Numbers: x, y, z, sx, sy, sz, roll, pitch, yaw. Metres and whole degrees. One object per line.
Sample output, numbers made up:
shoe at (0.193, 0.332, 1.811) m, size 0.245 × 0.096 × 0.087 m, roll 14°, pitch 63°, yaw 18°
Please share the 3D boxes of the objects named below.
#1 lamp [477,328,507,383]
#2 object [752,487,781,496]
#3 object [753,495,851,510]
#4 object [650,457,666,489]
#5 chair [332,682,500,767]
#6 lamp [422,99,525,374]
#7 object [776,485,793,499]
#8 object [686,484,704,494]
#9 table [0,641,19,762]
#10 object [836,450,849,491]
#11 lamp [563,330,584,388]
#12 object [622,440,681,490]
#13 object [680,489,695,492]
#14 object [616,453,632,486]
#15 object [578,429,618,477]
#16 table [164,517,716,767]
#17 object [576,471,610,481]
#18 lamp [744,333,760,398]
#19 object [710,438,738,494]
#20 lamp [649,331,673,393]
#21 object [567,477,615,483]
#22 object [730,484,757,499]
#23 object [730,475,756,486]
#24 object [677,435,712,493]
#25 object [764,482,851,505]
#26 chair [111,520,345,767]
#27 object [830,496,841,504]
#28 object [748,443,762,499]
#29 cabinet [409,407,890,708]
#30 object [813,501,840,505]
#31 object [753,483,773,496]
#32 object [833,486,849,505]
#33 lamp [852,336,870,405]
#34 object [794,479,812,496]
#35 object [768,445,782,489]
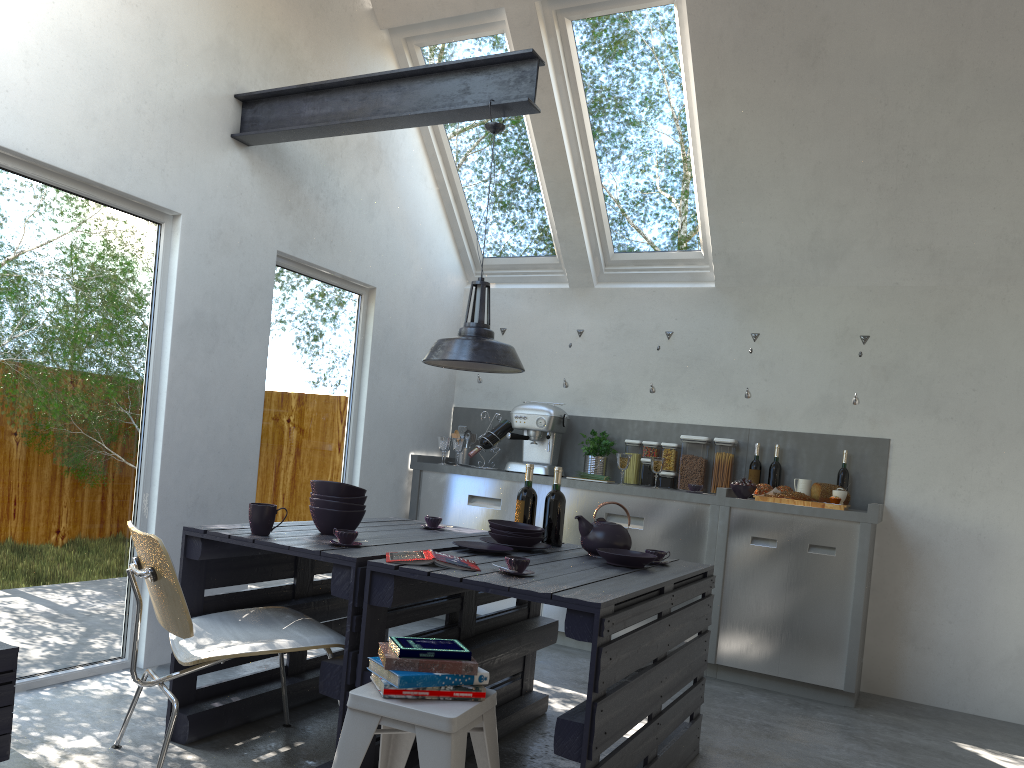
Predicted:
lamp at (-0.148, -0.207, 6.182) m, size 0.063 × 0.437 × 0.317 m, roll 6°, pitch -1°, yaw 26°
object at (1.504, 0.623, 5.060) m, size 0.190 × 0.059 × 0.207 m, roll 9°, pitch -5°, yaw -42°
object at (1.631, 0.669, 4.923) m, size 0.494 × 0.028 × 0.293 m, roll 3°, pitch -5°, yaw 28°
object at (0.889, 0.547, 5.381) m, size 0.101 × 0.192 × 0.095 m, roll 6°, pitch 0°, yaw 16°
chair at (-0.263, 1.103, 2.428) m, size 0.438 × 0.504 × 0.419 m, roll 5°, pitch -1°, yaw 23°
lamp at (-0.112, -0.615, 3.627) m, size 0.452 × 1.097 × 0.409 m, roll 6°, pitch 0°, yaw 28°
object at (1.580, 0.627, 5.079) m, size 0.115 × 0.077 × 0.123 m, roll 7°, pitch -3°, yaw -19°
object at (1.079, 0.619, 5.159) m, size 0.123 × 0.056 × 0.110 m, roll 3°, pitch -5°, yaw 43°
table at (-2.009, 0.976, 2.521) m, size 0.550 × 0.415 × 0.884 m, roll 5°, pitch -4°, yaw 27°
object at (1.930, 0.558, 5.103) m, size 0.065 × 0.345 × 0.059 m, roll 6°, pitch 1°, yaw 31°
lamp at (0.414, -0.175, 5.873) m, size 0.061 × 0.436 × 0.328 m, roll 6°, pitch -1°, yaw 15°
object at (0.895, 0.521, 5.652) m, size 0.358 × 0.294 × 0.101 m, roll 5°, pitch 0°, yaw 29°
object at (1.051, 0.631, 5.130) m, size 0.133 × 0.013 × 0.027 m, roll 5°, pitch -3°, yaw 4°
object at (0.676, 0.523, 5.347) m, size 0.096 × 0.192 × 0.101 m, roll 6°, pitch 0°, yaw -14°
object at (0.552, 0.468, 5.762) m, size 0.240 × 0.342 × 0.259 m, roll 6°, pitch -1°, yaw -20°
table at (-0.211, 1.035, 3.448) m, size 1.682 × 0.797 × 1.437 m, roll 4°, pitch -4°, yaw 28°
object at (0.479, 0.581, 5.520) m, size 0.293 × 0.053 × 0.134 m, roll 2°, pitch -5°, yaw 43°
lamp at (1.456, -0.116, 5.293) m, size 0.061 × 0.436 × 0.328 m, roll 6°, pitch -1°, yaw 15°
object at (1.314, 0.518, 5.440) m, size 0.134 × 0.355 × 0.122 m, roll 6°, pitch 1°, yaw 27°
lamp at (0.942, -0.145, 5.574) m, size 0.063 × 0.437 × 0.317 m, roll 6°, pitch -1°, yaw 26°
object at (0.497, 0.605, 5.512) m, size 0.274 × 0.012 × 0.173 m, roll 4°, pitch -5°, yaw 26°
object at (1.323, 0.618, 5.006) m, size 0.143 × 0.079 × 0.151 m, roll 7°, pitch -3°, yaw -15°
object at (1.327, 0.568, 5.005) m, size 0.164 × 0.095 × 0.138 m, roll 5°, pitch -3°, yaw 13°
object at (1.147, 0.508, 5.530) m, size 0.183 × 0.354 × 0.122 m, roll 6°, pitch 0°, yaw 27°
object at (1.655, 0.602, 4.926) m, size 0.454 × 0.112 × 0.127 m, roll 6°, pitch -2°, yaw 0°
chair at (-0.963, 0.915, 3.027) m, size 0.735 × 0.819 × 0.730 m, roll 7°, pitch -2°, yaw -32°
object at (1.764, 0.633, 4.771) m, size 0.060 × 0.046 × 0.058 m, roll 5°, pitch -2°, yaw 12°
object at (1.488, 0.533, 5.349) m, size 0.076 × 0.345 × 0.070 m, roll 6°, pitch 1°, yaw 21°
cabinet at (0.693, 0.948, 5.544) m, size 2.994 × 1.479 × 0.540 m, roll 4°, pitch -1°, yaw 29°
object at (1.710, 0.649, 4.765) m, size 0.019 × 0.003 × 0.205 m, roll 9°, pitch -6°, yaw -39°
object at (1.463, 0.614, 5.073) m, size 0.115 × 0.077 × 0.123 m, roll 7°, pitch -3°, yaw -19°
object at (1.804, 0.603, 4.815) m, size 0.071 × 0.121 × 0.075 m, roll 6°, pitch 0°, yaw -18°
lamp at (1.984, -0.086, 4.994) m, size 0.063 × 0.437 × 0.317 m, roll 6°, pitch -1°, yaw 26°
object at (1.673, 0.606, 5.021) m, size 0.085 × 0.119 × 0.086 m, roll 6°, pitch -1°, yaw -41°
object at (1.591, 0.539, 5.292) m, size 0.076 × 0.345 × 0.068 m, roll 6°, pitch 1°, yaw 31°
